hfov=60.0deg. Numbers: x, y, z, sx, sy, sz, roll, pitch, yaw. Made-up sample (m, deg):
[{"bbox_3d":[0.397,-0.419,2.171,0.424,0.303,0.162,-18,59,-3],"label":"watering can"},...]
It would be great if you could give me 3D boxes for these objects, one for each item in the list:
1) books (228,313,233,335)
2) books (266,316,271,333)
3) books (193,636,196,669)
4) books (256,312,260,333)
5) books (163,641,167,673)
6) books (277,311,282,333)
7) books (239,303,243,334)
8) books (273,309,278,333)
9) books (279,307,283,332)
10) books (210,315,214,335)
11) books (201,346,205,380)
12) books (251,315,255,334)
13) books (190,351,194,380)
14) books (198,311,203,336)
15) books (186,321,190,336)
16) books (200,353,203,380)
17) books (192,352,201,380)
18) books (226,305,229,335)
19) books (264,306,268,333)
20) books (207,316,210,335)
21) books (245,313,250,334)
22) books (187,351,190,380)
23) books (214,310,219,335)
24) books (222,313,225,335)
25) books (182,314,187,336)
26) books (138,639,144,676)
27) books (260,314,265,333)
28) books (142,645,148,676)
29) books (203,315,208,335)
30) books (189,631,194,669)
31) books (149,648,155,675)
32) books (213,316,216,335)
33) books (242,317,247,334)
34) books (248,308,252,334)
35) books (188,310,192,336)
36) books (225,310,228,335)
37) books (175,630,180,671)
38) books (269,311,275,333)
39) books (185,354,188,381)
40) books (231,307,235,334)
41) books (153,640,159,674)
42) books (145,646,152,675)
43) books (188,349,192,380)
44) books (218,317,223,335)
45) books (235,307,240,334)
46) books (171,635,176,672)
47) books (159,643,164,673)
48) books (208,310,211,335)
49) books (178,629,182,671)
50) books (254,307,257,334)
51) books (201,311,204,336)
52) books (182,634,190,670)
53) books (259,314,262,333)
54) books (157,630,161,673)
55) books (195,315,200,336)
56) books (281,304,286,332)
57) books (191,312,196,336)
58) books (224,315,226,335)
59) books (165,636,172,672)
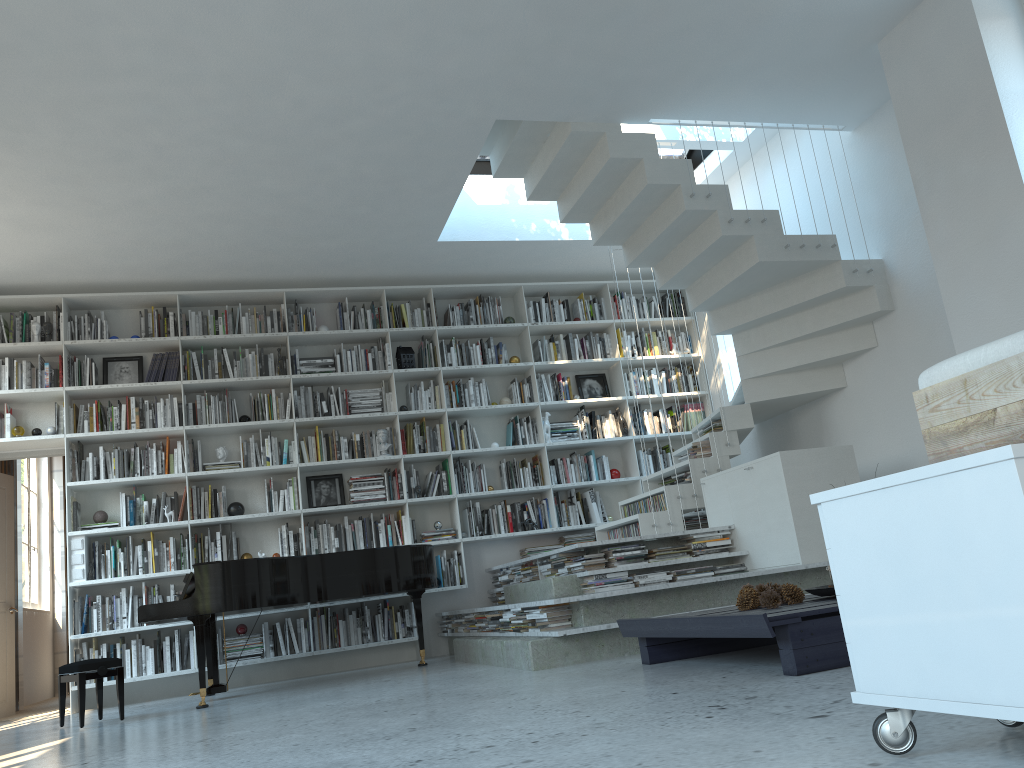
[{"bbox_3d":[-2.351,-0.457,7.413,0.029,0.235,0.130,-4,-14,-18],"label":"books"},{"bbox_3d":[-2.051,-0.455,7.483,0.031,0.184,0.177,-4,-14,-18],"label":"books"},{"bbox_3d":[-2.387,2.022,6.687,0.017,0.232,0.213,-4,-14,-18],"label":"books"},{"bbox_3d":[-2.139,-0.470,7.465,0.021,0.228,0.161,-4,-14,-18],"label":"books"},{"bbox_3d":[-2.597,2.046,6.650,0.022,0.224,0.141,-4,-14,-18],"label":"books"},{"bbox_3d":[-1.974,-0.480,7.510,0.026,0.224,0.172,-4,-14,-18],"label":"books"},{"bbox_3d":[-2.273,-0.502,7.444,0.014,0.314,0.166,-4,-14,-18],"label":"books"},{"bbox_3d":[-2.008,-0.490,7.525,0.029,0.260,0.152,-4,-14,-18],"label":"books"},{"bbox_3d":[-1.959,-0.499,7.528,0.014,0.266,0.172,-4,-14,-18],"label":"books"},{"bbox_3d":[-2.493,-0.445,7.383,0.025,0.234,0.130,-4,-14,-18],"label":"books"},{"bbox_3d":[-2.523,-0.134,7.252,0.012,0.314,0.172,-4,-14,-18],"label":"books"},{"bbox_3d":[-2.181,-0.455,7.470,0.029,0.213,0.142,-4,-14,-18],"label":"books"},{"bbox_3d":[-2.608,-0.113,7.232,0.010,0.286,0.148,-4,-14,-18],"label":"books"},{"bbox_3d":[-2.573,-0.454,7.335,0.023,0.251,0.171,-4,-14,-18],"label":"books"},{"bbox_3d":[-2.666,-0.413,7.308,0.024,0.182,0.133,-4,-14,-18],"label":"books"},{"bbox_3d":[-2.532,-0.104,7.251,0.011,0.259,0.157,-4,-14,-18],"label":"books"},{"bbox_3d":[-2.572,-0.107,7.248,0.067,0.274,0.168,-4,-14,-18],"label":"books"},{"bbox_3d":[-2.370,-0.490,7.403,0.010,0.298,0.151,-4,-14,-18],"label":"books"},{"bbox_3d":[-2.080,-0.501,7.493,0.013,0.285,0.160,-4,-14,-18],"label":"books"},{"bbox_3d":[-2.512,-0.437,7.345,0.014,0.207,0.167,-4,-14,-18],"label":"books"},{"bbox_3d":[-2.220,-0.466,7.451,0.026,0.235,0.134,-4,-14,-18],"label":"books"},{"bbox_3d":[-2.632,-0.109,7.226,0.013,0.283,0.159,-4,-14,-18],"label":"books"},{"bbox_3d":[-2.456,-0.465,7.390,0.028,0.267,0.152,-4,-14,-18],"label":"books"},{"bbox_3d":[-2.402,-0.456,7.390,0.013,0.234,0.155,-4,-14,-18],"label":"books"},{"bbox_3d":[-2.691,-0.441,7.292,0.029,0.237,0.156,-4,-14,-18],"label":"books"},{"bbox_3d":[-2.753,2.033,6.597,0.025,0.265,0.160,-4,-14,-18],"label":"books"},{"bbox_3d":[-2.098,-0.463,7.459,0.026,0.199,0.187,-4,-14,-18],"label":"books"},{"bbox_3d":[-2.728,2.054,6.598,0.021,0.217,0.191,-4,-14,-18],"label":"books"},{"bbox_3d":[-2.529,-0.440,7.327,0.029,0.207,0.179,-4,-14,-18],"label":"books"},{"bbox_3d":[-2.423,2.013,6.725,0.027,0.275,0.144,-4,-14,-18],"label":"books"},{"bbox_3d":[-2.672,2.064,6.604,0.031,0.187,0.190,-4,-14,-18],"label":"books"},{"bbox_3d":[-2.472,-0.439,7.379,0.012,0.215,0.150,-4,-14,-18],"label":"books"},{"bbox_3d":[-2.241,-0.445,7.430,0.031,0.189,0.182,-4,-14,-18],"label":"books"},{"bbox_3d":[-2.203,-0.483,7.462,0.014,0.268,0.156,-4,-14,-18],"label":"books"},{"bbox_3d":[-2.653,-0.458,7.334,0.021,0.278,0.141,-4,-14,-18],"label":"books"},{"bbox_3d":[-2.378,-0.467,7.392,0.013,0.251,0.184,-4,-14,-18],"label":"books"},{"bbox_3d":[-2.514,2.004,6.676,0.021,0.295,0.188,-4,-14,-18],"label":"books"},{"bbox_3d":[-2.031,-0.479,7.507,0.026,0.236,0.149,-4,-14,-18],"label":"books"},{"bbox_3d":[-2.643,-0.099,7.204,0.023,0.255,0.175,-4,-14,-18],"label":"books"},{"bbox_3d":[-2.330,-0.482,7.410,0.013,0.275,0.165,-4,-14,-18],"label":"books"},{"bbox_3d":[-2.650,2.035,6.618,0.023,0.243,0.188,-4,-14,-18],"label":"books"},{"bbox_3d":[-2.703,2.058,6.603,0.028,0.205,0.171,-4,-14,-18],"label":"books"},{"bbox_3d":[-2.627,-0.117,7.252,0.014,0.308,0.130,-4,-14,-18],"label":"books"},{"bbox_3d":[-2.421,-0.437,7.383,0.030,0.201,0.152,-4,-14,-18],"label":"books"},{"bbox_3d":[-2.298,-0.483,7.417,0.052,0.272,0.173,-4,-14,-18],"label":"books"},{"bbox_3d":[-2.550,2.029,6.691,0.040,0.263,0.138,-4,-14,-18],"label":"books"},{"bbox_3d":[-2.621,2.055,6.653,0.024,0.213,0.137,-4,-14,-18],"label":"books"},{"bbox_3d":[-2.504,-0.465,7.357,0.010,0.263,0.161,-4,-14,-18],"label":"books"},{"bbox_3d":[-2.499,1.998,6.679,0.012,0.303,0.166,-4,-14,-18],"label":"books"},{"bbox_3d":[-2.157,-0.489,7.457,0.014,0.266,0.192,-4,-14,-18],"label":"books"},{"bbox_3d":[-2.554,-0.456,7.337,0.012,0.249,0.174,-4,-14,-18],"label":"books"},{"bbox_3d":[-2.465,2.025,6.707,0.065,0.255,0.156,-4,-14,-18],"label":"books"},{"bbox_3d":[-2.118,-0.464,7.456,0.013,0.206,0.178,-4,-14,-18],"label":"books"},{"bbox_3d":[-2.646,2.010,6.659,0.013,0.309,0.131,-4,-14,-18],"label":"books"},{"bbox_3d":[-2.592,-0.439,7.322,0.023,0.219,0.182,-4,-14,-18],"label":"books"},{"bbox_3d":[-1.941,-0.512,7.532,0.026,0.288,0.176,-4,-14,-18],"label":"books"},{"bbox_3d":[-2.622,-0.453,7.322,0.031,0.254,0.146,-4,-14,-18],"label":"books"},{"bbox_3d":[-2.387,-0.449,7.384,0.011,0.215,0.160,-4,-14,-18],"label":"books"},{"bbox_3d":[-2.575,2.028,6.658,0.027,0.255,0.179,-4,-14,-18],"label":"books"}]
